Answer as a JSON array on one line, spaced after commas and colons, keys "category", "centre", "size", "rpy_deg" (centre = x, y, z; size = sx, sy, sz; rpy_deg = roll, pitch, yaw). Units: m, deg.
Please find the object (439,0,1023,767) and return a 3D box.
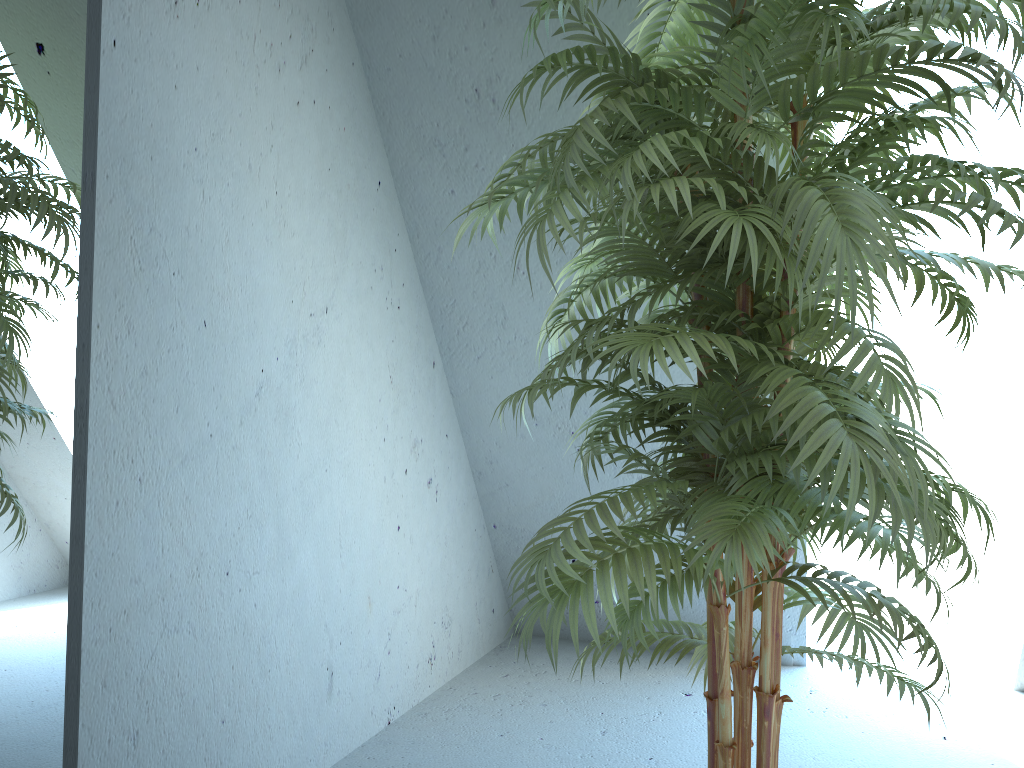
[{"category": "object", "centre": [0.402, -0.042, 1.511], "size": [0.980, 2.034, 1.020], "rpy_deg": [2, -1, -22]}]
